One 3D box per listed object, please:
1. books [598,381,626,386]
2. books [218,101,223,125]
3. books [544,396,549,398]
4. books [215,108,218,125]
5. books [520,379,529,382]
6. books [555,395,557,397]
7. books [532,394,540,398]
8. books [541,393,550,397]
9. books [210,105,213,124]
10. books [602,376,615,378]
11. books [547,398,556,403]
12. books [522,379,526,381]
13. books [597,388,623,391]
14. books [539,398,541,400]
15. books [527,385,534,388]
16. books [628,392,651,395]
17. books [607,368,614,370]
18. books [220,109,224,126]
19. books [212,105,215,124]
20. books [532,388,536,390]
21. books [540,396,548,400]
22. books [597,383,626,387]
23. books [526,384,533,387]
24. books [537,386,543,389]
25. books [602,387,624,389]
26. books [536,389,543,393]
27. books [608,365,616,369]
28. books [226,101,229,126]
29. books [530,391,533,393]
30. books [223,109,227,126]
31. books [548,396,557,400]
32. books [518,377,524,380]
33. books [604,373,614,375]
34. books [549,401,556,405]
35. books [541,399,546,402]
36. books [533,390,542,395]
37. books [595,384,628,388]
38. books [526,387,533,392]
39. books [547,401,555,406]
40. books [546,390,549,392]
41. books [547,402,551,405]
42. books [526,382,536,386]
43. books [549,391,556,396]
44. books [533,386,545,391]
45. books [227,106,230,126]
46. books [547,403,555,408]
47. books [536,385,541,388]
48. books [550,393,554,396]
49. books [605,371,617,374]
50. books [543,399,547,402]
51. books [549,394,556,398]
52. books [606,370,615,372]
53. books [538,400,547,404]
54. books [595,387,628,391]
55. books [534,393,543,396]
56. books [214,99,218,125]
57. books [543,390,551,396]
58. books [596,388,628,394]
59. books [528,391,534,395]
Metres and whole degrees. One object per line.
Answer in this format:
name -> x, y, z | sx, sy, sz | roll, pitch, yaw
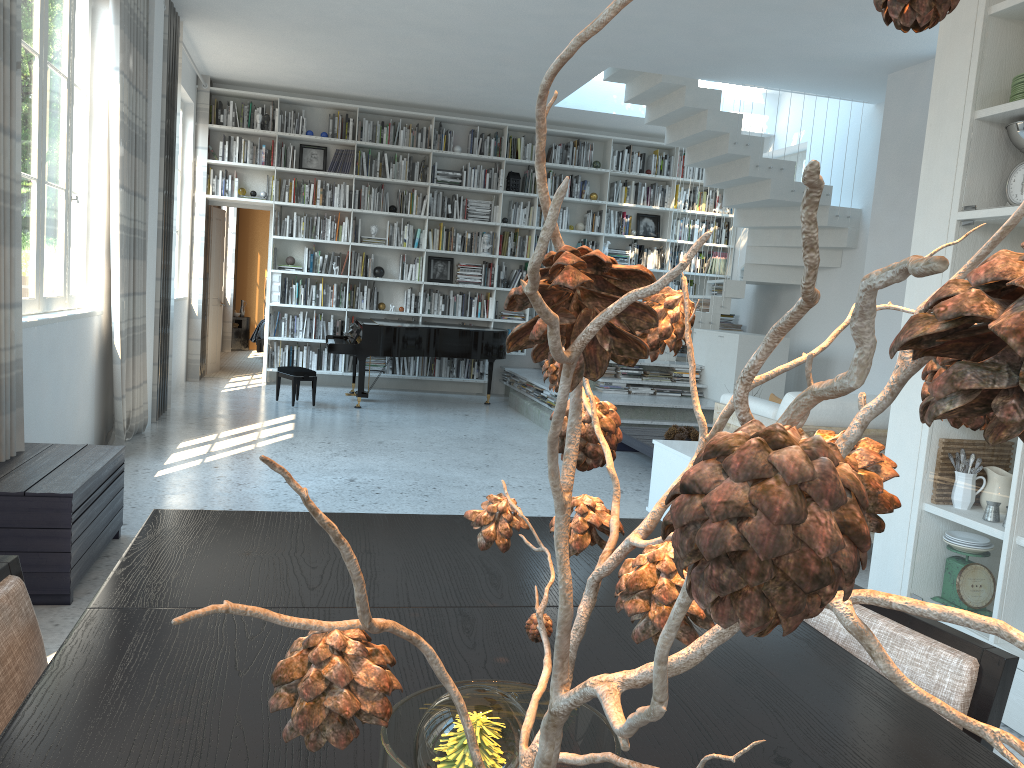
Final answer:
books -> 0.974, -0.009, 8.640 | 0.234, 0.025, 0.157 | 3, 6, -18
books -> -3.146, -2.898, 9.560 | 0.025, 0.270, 0.177 | 3, 6, -13
books -> 0.399, 0.124, 8.759 | 0.171, 0.007, 0.260 | 3, 6, -10
books -> -3.174, -2.863, 9.564 | 0.024, 0.195, 0.167 | 3, 6, -13
books -> 0.200, -0.032, 9.649 | 0.171, 0.015, 0.252 | 3, 6, -16
books -> 0.525, 0.128, 8.164 | 0.192, 0.014, 0.256 | 3, 6, -17
books -> 0.320, 0.126, 9.057 | 0.189, 0.009, 0.290 | 3, 6, -10
books -> 0.398, 0.112, 8.758 | 0.180, 0.017, 0.182 | 3, 6, -16
books -> -3.236, -2.885, 9.564 | 0.024, 0.228, 0.129 | 3, 7, -13
books -> 0.923, -0.085, 8.848 | 0.144, 0.009, 0.249 | 3, 6, -13
books -> 0.460, 0.162, 8.467 | 0.191, 0.015, 0.245 | 3, 6, -12
books -> 0.204, -0.045, 9.648 | 0.174, 0.011, 0.227 | 3, 6, -14
books -> 0.968, 0.052, 8.651 | 0.264, 0.006, 0.164 | 3, 6, -12
books -> 0.339, 0.144, 9.064 | 0.142, 0.012, 0.290 | 4, 6, -9
books -> 0.273, 0.031, 9.354 | 0.169, 0.009, 0.241 | 3, 6, -13
books -> 1.241, 0.086, 8.722 | 0.208, 0.015, 0.152 | 3, 6, -15
books -> 0.926, -0.164, 8.838 | 0.132, 0.009, 0.269 | 4, 6, -9
books -> -3.123, -2.856, 9.572 | 0.028, 0.186, 0.181 | 3, 6, -13
books -> -3.211, -2.880, 9.560 | 0.023, 0.223, 0.150 | 3, 6, -13
books -> 0.277, 0.040, 9.356 | 0.155, 0.009, 0.297 | 3, 6, -12
books -> 0.392, 0.143, 8.760 | 0.189, 0.013, 0.214 | 3, 6, -15
books -> 0.969, 0.007, 8.655 | 0.257, 0.010, 0.132 | 4, 6, -9
books -> 0.266, 0.019, 9.351 | 0.165, 0.014, 0.235 | 3, 6, -18
books -> 0.350, 0.036, 9.052 | 0.157, 0.007, 0.268 | 3, 6, -13
books -> 0.971, 0.032, 8.642 | 0.210, 0.012, 0.168 | 4, 6, -9
books -> 0.346, 0.070, 9.056 | 0.142, 0.017, 0.239 | 3, 6, -17
books -> 0.924, -0.175, 8.836 | 0.149, 0.014, 0.228 | 3, 6, -15
books -> -3.073, -2.901, 9.586 | 0.010, 0.281, 0.160 | 3, 7, -13
books -> 0.283, 0.096, 9.365 | 0.128, 0.005, 0.295 | 3, 6, -11
books -> -3.100, -2.861, 9.602 | 0.031, 0.196, 0.145 | 3, 6, -13
books -> 0.464, 0.138, 8.465 | 0.168, 0.013, 0.281 | 3, 6, -18
books -> 0.190, -0.054, 9.644 | 0.193, 0.005, 0.224 | 3, 6, -17
books -> 0.916, -0.111, 8.843 | 0.152, 0.015, 0.207 | 3, 6, -16
books -> 0.470, 0.187, 8.473 | 0.170, 0.006, 0.268 | 3, 6, -13
books -> 0.400, 0.169, 8.766 | 0.171, 0.005, 0.297 | 3, 6, -14
books -> 0.334, 0.090, 9.056 | 0.160, 0.025, 0.243 | 3, 6, -18
books -> 0.971, 0.019, 8.645 | 0.292, 0.012, 0.159 | 3, 6, -10
books -> 0.262, 0.063, 9.356 | 0.182, 0.013, 0.287 | 3, 6, -12
books -> 0.455, 0.192, 8.470 | 0.191, 0.006, 0.274 | 3, 6, -11
books -> 0.414, 0.071, 8.756 | 0.139, 0.013, 0.287 | 4, 6, -8
books -> 0.461, 0.199, 8.473 | 0.178, 0.009, 0.276 | 3, 6, -15
books -> 0.264, 0.006, 9.349 | 0.179, 0.012, 0.249 | 3, 6, -16
books -> 0.465, 0.091, 8.459 | 0.182, 0.016, 0.256 | 3, 6, -10
books -> 0.336, 0.045, 9.050 | 0.170, 0.014, 0.280 | 3, 6, -16
books -> -3.060, -2.874, 9.601 | 0.024, 0.227, 0.157 | 3, 6, -13
books -> 0.450, 0.211, 8.472 | 0.191, 0.016, 0.208 | 4, 6, -8
books -> 0.347, 0.028, 9.050 | 0.160, 0.008, 0.238 | 3, 6, -12
books -> 0.465, 0.104, 8.461 | 0.178, 0.010, 0.195 | 4, 6, -8
books -> 0.905, -0.131, 8.838 | 0.184, 0.014, 0.296 | 3, 6, -14
books -> 0.402, 0.162, 8.765 | 0.159, 0.009, 0.275 | 3, 6, -10
books -> 0.473, 0.120, 8.465 | 0.175, 0.006, 0.251 | 3, 6, -13
books -> 0.929, -0.143, 8.842 | 0.137, 0.012, 0.242 | 3, 6, -12
books -> 0.383, 0.182, 8.763 | 0.193, 0.005, 0.224 | 3, 6, -17
books -> 0.968, 0.045, 8.650 | 0.285, 0.008, 0.159 | 3, 6, -15
books -> 0.331, 0.108, 9.057 | 0.177, 0.011, 0.219 | 3, 6, -11
books -> -3.188, -2.909, 9.551 | 0.014, 0.286, 0.174 | 3, 6, -13
books -> 0.414, 0.091, 8.758 | 0.141, 0.028, 0.222 | 3, 6, -18
books -> 0.971, 0.069, 8.633 | 0.262, 0.023, 0.200 | 3, 6, -15
books -> 0.262, 0.101, 9.360 | 0.161, 0.008, 0.253 | 4, 6, -8
